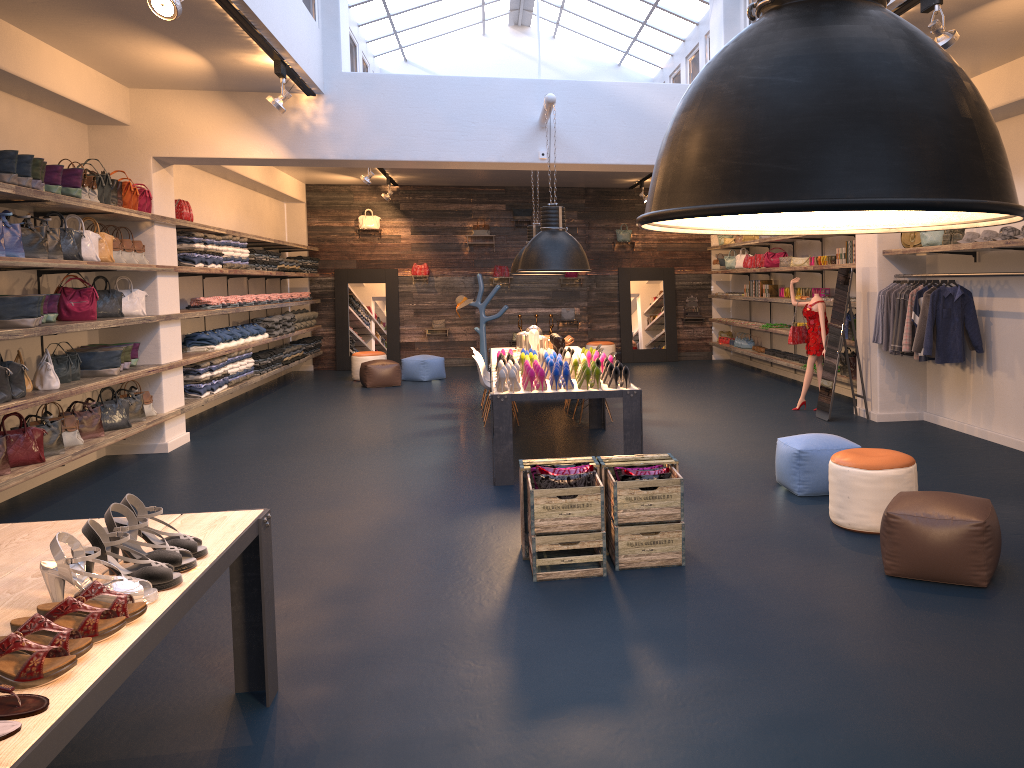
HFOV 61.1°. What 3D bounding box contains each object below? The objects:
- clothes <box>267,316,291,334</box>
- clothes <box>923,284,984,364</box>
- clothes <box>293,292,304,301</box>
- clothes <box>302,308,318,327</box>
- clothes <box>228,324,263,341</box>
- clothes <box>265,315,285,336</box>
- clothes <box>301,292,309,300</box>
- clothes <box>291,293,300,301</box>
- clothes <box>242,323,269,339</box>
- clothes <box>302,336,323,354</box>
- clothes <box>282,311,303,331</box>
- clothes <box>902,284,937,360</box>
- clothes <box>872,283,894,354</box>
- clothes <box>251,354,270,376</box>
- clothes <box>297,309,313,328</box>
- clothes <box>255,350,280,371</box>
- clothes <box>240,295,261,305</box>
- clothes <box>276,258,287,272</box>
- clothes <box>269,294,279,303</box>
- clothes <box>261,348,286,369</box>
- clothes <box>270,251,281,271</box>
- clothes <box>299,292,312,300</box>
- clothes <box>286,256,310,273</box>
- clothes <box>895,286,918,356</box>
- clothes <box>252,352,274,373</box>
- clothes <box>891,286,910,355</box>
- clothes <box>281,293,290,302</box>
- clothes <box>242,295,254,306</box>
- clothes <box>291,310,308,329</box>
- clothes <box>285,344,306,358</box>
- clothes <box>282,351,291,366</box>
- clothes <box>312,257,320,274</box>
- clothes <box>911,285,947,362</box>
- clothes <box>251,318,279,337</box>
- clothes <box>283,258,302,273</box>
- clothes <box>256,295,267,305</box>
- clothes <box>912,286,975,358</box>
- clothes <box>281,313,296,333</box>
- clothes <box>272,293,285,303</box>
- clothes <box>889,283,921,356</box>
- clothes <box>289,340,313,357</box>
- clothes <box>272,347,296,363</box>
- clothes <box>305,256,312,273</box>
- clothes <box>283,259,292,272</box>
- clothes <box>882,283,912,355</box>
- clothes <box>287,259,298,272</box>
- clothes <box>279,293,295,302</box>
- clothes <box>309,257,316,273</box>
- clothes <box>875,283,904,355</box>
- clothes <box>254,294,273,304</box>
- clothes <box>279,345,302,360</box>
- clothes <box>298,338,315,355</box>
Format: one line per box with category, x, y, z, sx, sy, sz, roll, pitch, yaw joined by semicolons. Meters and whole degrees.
clothes;-3.637;-0.919;13.498;0.392;0.301;0.336;-2;5;-18
clothes;4.407;-0.601;8.685;0.695;0.794;0.170;-2;3;-11
clothes;-3.778;-1.510;15.038;0.331;0.154;0.341;-2;6;-11
clothes;-3.741;-1.216;15.834;0.338;0.340;0.393;-1;5;1
clothes;-3.697;-0.695;11.876;0.415;0.240;0.440;0;6;10
clothes;-3.636;-0.879;13.091;0.410;0.316;0.341;-3;5;-20
clothes;-3.812;-1.547;15.414;0.340;0.158;0.330;1;6;15
clothes;-3.792;-1.465;14.706;0.340;0.158;0.330;1;6;15
clothes;-3.707;-0.741;12.271;0.435;0.240;0.420;-1;6;-6
clothes;-3.685;-0.715;15.838;0.371;0.297;0.639;-1;6;-2
clothes;-3.705;-1.065;14.533;0.338;0.340;0.393;-1;5;1
clothes;4.393;-0.652;9.113;0.695;0.794;0.170;-2;3;-11
clothes;4.332;-0.740;9.844;0.558;0.812;0.118;-2;3;-11
clothes;-3.564;-0.271;12.017;0.377;0.298;0.323;-1;5;-4
clothes;-3.729;-1.165;15.401;0.338;0.340;0.393;-1;5;1
clothes;-3.593;-0.345;12.657;0.361;0.298;0.300;-1;5;-6
clothes;-3.697;-1.174;12.147;0.331;0.154;0.341;-2;6;-11
clothes;-3.722;-1.853;13.382;0.414;0.250;0.350;0;5;3
clothes;-3.751;-1.295;13.249;0.340;0.158;0.330;1;6;15
clothes;-3.602;-0.383;12.980;0.354;0.298;0.306;-1;5;0
clothes;-3.644;-1.820;12.905;0.354;0.298;0.306;-1;5;0
clothes;-3.798;-1.593;15.747;0.331;0.154;0.341;-2;6;-11
clothes;-3.691;-2.059;14.959;0.377;0.298;0.323;-1;5;-4
clothes;4.374;-0.670;9.241;0.672;0.751;0.125;-2;3;-8
clothes;-3.584;-0.308;12.336;0.384;0.298;0.307;-2;5;-18
clothes;4.372;-0.682;9.338;0.672;0.751;0.125;-2;3;-8
clothes;-3.771;-1.378;13.957;0.340;0.158;0.330;1;6;15
clothes;-3.711;-1.129;11.815;0.340;0.158;0.330;1;6;15
clothes;-3.717;-1.115;14.967;0.338;0.340;0.393;-1;5;1
clothes;-3.712;-0.554;14.646;0.429;0.250;0.338;-2;5;-9
clothes;-3.680;-0.416;13.457;0.414;0.250;0.350;0;5;3
clothes;-3.729;-2.171;15.921;0.354;0.298;0.306;-1;5;0
clothes;4.394;-0.630;9.006;0.579;0.792;0.121;-2;3;-9
clothes;-3.615;-0.829;12.722;0.392;0.301;0.336;-2;5;-18
clothes;-3.754;-1.991;14.571;0.429;0.250;0.338;-2;5;-9
clothes;-3.731;-1.211;12.523;0.340;0.158;0.330;1;6;15
clothes;4.403;-0.629;8.842;0.726;0.733;0.168;-2;3;-12
clothes;-3.658;-0.969;13.867;0.410;0.316;0.341;-3;5;-20
clothes;-3.737;-1.341;13.581;0.331;0.154;0.341;-2;6;-11
clothes;4.378;-0.707;9.489;0.549;0.798;0.182;-2;3;-14
clothes;-3.649;-0.622;15.034;0.377;0.298;0.323;-1;5;-4
clothes;-3.689;-0.461;13.847;0.429;0.250;0.338;-2;5;-9
clothes;-3.711;-2.096;15.278;0.384;0.298;0.307;-2;5;-18
clothes;-3.731;-1.898;13.772;0.429;0.250;0.338;-2;5;-9
clothes;4.373;-0.725;9.647;0.549;0.798;0.182;-2;3;-14
clothes;-3.744;-1.946;14.181;0.414;0.250;0.350;0;5;3
clothes;-3.757;-1.423;14.290;0.331;0.154;0.341;-2;6;-11
clothes;-3.720;-2.133;15.599;0.361;0.298;0.300;-1;5;-6
clothes;4.333;-0.732;9.778;0.558;0.812;0.118;-2;3;-11
clothes;-3.717;-1.256;12.856;0.331;0.154;0.341;-2;6;-11
clothes;-3.702;-0.509;14.256;0.414;0.250;0.350;0;5;3
clothes;-3.669;-0.659;15.353;0.384;0.298;0.307;-2;5;-18
